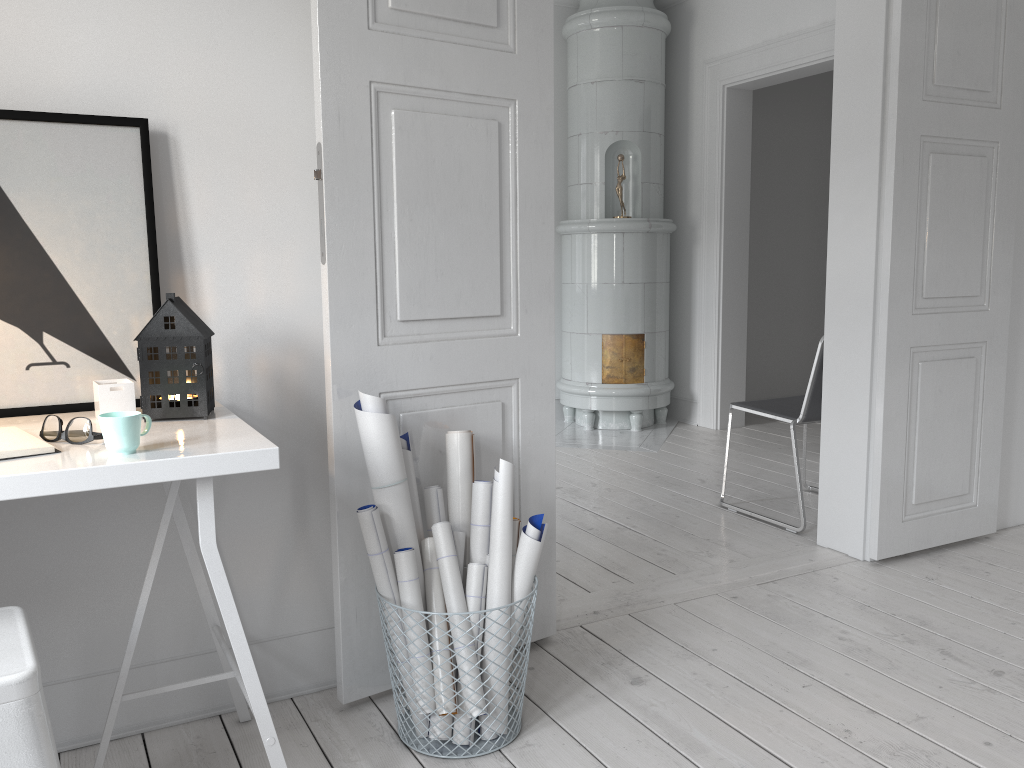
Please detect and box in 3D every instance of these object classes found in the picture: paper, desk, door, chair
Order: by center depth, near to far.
[{"bbox_3d":[-0.848,0.649,1.292,0.407,0.527,0.409,-5,9,-32],"label":"chair"},{"bbox_3d":[-1.010,0.492,1.555,1.163,0.776,0.641,-5,9,-27],"label":"desk"},{"bbox_3d":[-0.215,0.550,1.982,0.047,0.360,0.129,-7,10,-38],"label":"paper"},{"bbox_3d":[-0.258,0.537,2.002,0.166,0.546,0.046,-1,8,-4],"label":"paper"},{"bbox_3d":[-0.120,0.530,2.016,0.049,0.403,0.244,-4,8,-25],"label":"paper"},{"bbox_3d":[-0.167,0.548,2.025,0.047,0.358,0.239,-2,8,-13],"label":"paper"},{"bbox_3d":[-0.150,0.574,2.054,0.054,0.431,0.253,0,8,8],"label":"paper"},{"bbox_3d":[-0.093,0.606,2.054,0.078,0.389,0.234,0,8,3],"label":"paper"},{"bbox_3d":[-0.139,0.403,2.060,0.431,0.793,0.181,1,8,15],"label":"paper"},{"bbox_3d":[-0.077,0.510,2.131,0.060,0.553,0.153,2,8,17],"label":"paper"},{"bbox_3d":[-0.160,0.523,2.133,0.047,0.541,0.200,-4,8,-24],"label":"paper"},{"bbox_3d":[-0.023,0.555,2.152,0.057,0.464,0.123,5,9,34],"label":"paper"},{"bbox_3d":[-0.119,0.449,2.185,0.073,0.669,0.181,-1,8,-6],"label":"paper"},{"bbox_3d":[-0.167,-0.409,2.192,0.678,2.325,0.034,-6,9,-36],"label":"door"},{"bbox_3d":[1.559,-0.556,3.139,0.666,2.325,0.034,-5,8,-27],"label":"door"},{"bbox_3d":[1.270,0.154,3.793,0.562,0.797,0.525,-5,9,-27],"label":"chair"}]

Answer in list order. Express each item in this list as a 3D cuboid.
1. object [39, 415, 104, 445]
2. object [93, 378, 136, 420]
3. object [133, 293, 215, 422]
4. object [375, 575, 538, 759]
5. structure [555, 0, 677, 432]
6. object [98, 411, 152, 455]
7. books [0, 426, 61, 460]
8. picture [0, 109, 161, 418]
[{"bbox_3d":[-0.741,0.075,1.551,0.133,0.047,0.114,-7,10,-40],"label":"object"},{"bbox_3d":[-0.793,0.031,1.769,0.065,0.073,0.078,-5,9,-32],"label":"object"},{"bbox_3d":[-0.670,-0.058,1.773,0.135,0.248,0.135,-2,8,-12],"label":"object"},{"bbox_3d":[-0.124,0.628,2.063,0.375,0.350,0.374,-4,8,-25],"label":"object"},{"bbox_3d":[0.678,-1.094,5.803,0.788,2.742,0.788,-8,11,-44],"label":"structure"},{"bbox_3d":[-0.624,0.080,1.437,0.082,0.065,0.064,-5,9,-29],"label":"object"},{"bbox_3d":[-0.944,0.104,1.410,0.358,0.029,0.291,-7,10,-41],"label":"books"},{"bbox_3d":[-0.985,-0.243,1.808,0.493,0.614,0.062,-5,9,-27],"label":"picture"}]
